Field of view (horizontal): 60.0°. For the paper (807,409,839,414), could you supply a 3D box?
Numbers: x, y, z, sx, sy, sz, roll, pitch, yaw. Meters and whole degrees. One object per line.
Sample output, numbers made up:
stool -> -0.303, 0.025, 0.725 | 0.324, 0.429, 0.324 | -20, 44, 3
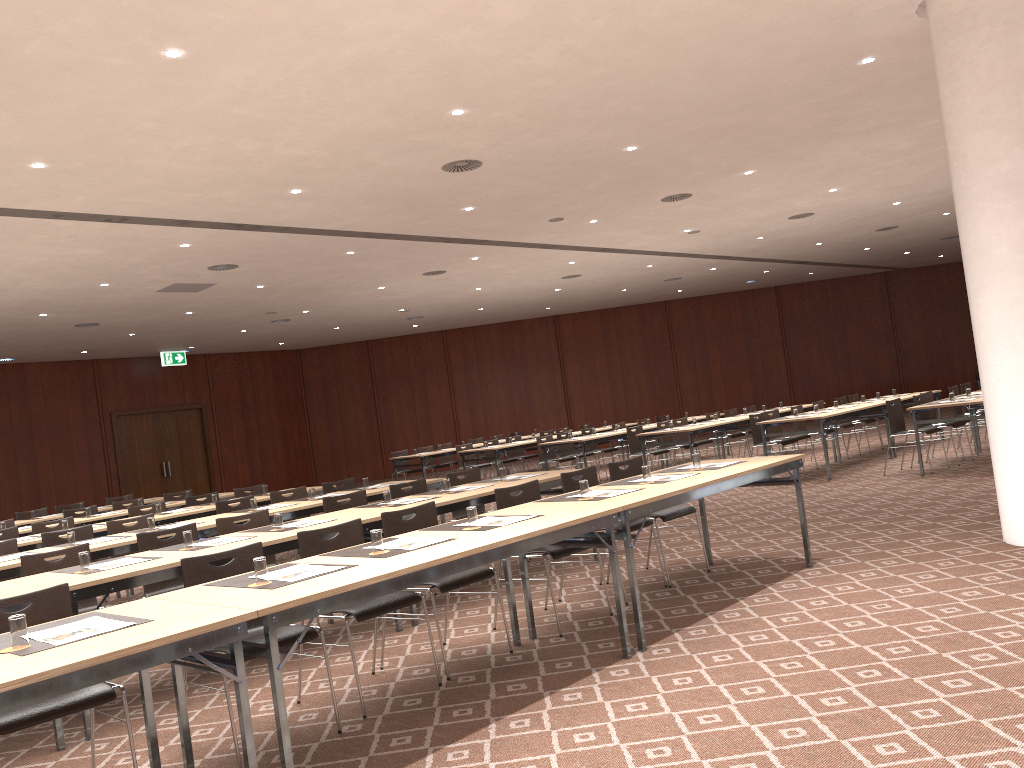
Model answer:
paper -> 4.398, 0.393, 12.600 | 0.398, 0.006, 0.283 | -9, -2, 43

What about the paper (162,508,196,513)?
paper -> -3.700, 1.403, 9.832 | 0.398, 0.006, 0.283 | -9, -2, 40

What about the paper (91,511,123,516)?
paper -> -5.114, 1.636, 11.205 | 0.398, 0.006, 0.283 | -9, -2, 42

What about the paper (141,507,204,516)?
paper -> -3.781, 1.419, 9.860 | 0.566, 0.003, 0.460 | -9, -2, 43

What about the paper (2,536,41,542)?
paper -> -4.894, 1.534, 8.684 | 0.566, 0.003, 0.460 | -9, -2, 42

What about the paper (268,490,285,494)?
paper -> -2.808, 1.312, 10.790 | 0.283, 0.006, 0.398 | -6, -2, -45

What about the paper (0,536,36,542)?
paper -> -4.832, 1.521, 8.667 | 0.283, 0.006, 0.398 | -6, -2, -45

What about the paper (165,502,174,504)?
paper -> -4.699, 1.596, 11.717 | 0.398, 0.006, 0.283 | -9, -2, 41

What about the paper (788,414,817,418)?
paper -> 3.953, 0.439, 12.122 | 0.398, 0.006, 0.283 | -9, -2, 43

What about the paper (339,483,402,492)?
paper -> -1.479, 1.095, 9.422 | 0.566, 0.003, 0.460 | -9, -2, 43

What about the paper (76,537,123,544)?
paper -> -3.399, 1.285, 7.286 | 0.398, 0.006, 0.283 | -9, -2, 41

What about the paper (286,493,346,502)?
paper -> -1.922, 1.139, 8.921 | 0.460, 0.003, 0.566 | -6, -2, -44

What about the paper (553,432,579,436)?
paper -> 1.138, 1.000, 17.926 | 0.566, 0.003, 0.460 | -9, -2, 44

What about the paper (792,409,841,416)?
paper -> 4.311, 0.409, 12.601 | 0.566, 0.003, 0.460 | -9, -2, 43

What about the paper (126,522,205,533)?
paper -> -3.025, 1.252, 7.737 | 0.566, 0.003, 0.460 | -9, -2, 42

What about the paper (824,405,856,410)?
paper -> 4.839, 0.349, 13.099 | 0.398, 0.006, 0.283 | -9, -2, 42

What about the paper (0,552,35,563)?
paper -> -3.914, 1.344, 6.816 | 0.460, 0.003, 0.566 | -6, -2, -45

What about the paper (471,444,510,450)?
paper -> -0.401, 1.158, 16.286 | 0.566, 0.003, 0.460 | -9, -2, 42

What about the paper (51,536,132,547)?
paper -> -3.468, 1.299, 7.316 | 0.566, 0.003, 0.460 | -9, -2, 42

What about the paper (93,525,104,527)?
paper -> -4.374, 1.472, 9.102 | 0.398, 0.006, 0.283 | -9, -2, 44

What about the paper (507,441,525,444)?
paper -> 0.101, 1.100, 16.748 | 0.398, 0.006, 0.283 | -9, -2, 42

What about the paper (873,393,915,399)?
paper -> 6.318, 0.202, 14.697 | 0.566, 0.003, 0.460 | -9, -2, 44

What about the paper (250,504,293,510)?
paper -> -2.277, 1.169, 8.445 | 0.398, 0.006, 0.283 | -9, -2, 43

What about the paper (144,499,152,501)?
paper -> -5.679, 1.784, 13.557 | 0.398, 0.006, 0.283 | -9, -2, 45

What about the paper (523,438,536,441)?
paper -> 0.470, 1.068, 17.204 | 0.460, 0.003, 0.566 | -6, -2, -44

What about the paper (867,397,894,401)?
paper -> 5.938, 0.235, 14.233 | 0.283, 0.006, 0.398 | -6, -2, -43

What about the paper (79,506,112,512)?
paper -> -6.183, 1.841, 13.065 | 0.566, 0.003, 0.460 | -9, -2, 44

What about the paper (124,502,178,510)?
paper -> -4.756, 1.606, 11.684 | 0.566, 0.003, 0.460 | -9, -2, 42

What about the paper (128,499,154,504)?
paper -> -5.768, 1.799, 13.524 | 0.460, 0.003, 0.566 | -6, -2, -45

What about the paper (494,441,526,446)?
paper -> -0.007, 1.119, 16.757 | 0.566, 0.003, 0.460 | -9, -2, 43

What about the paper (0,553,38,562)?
paper -> -3.845, 1.331, 6.828 | 0.398, 0.006, 0.283 | -9, -2, 43

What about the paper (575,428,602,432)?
paper -> 1.595, 0.953, 18.403 | 0.566, 0.003, 0.460 | -9, -2, 43

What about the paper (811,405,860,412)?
paper -> 4.781, 0.360, 13.090 | 0.566, 0.003, 0.460 | -9, -2, 45

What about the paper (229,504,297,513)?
paper -> -2.376, 1.186, 8.447 | 0.566, 0.003, 0.460 | -9, -2, 44

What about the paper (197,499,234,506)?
paper -> -3.345, 1.373, 10.298 | 0.566, 0.003, 0.460 | -9, -2, 42

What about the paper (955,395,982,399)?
paper -> 5.830, 0.158, 11.216 | 0.283, 0.006, 0.398 | -6, -2, -44

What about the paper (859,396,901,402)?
paper -> 5.886, 0.247, 14.257 | 0.566, 0.003, 0.460 | -9, -2, 44

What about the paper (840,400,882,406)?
paper -> 5.430, 0.294, 13.787 | 0.566, 0.003, 0.460 | -9, -2, 44

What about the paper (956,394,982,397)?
paper -> 6.188, 0.128, 11.697 | 0.566, 0.003, 0.460 | -9, -2, 41

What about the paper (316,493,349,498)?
paper -> -1.836, 1.123, 8.914 | 0.283, 0.006, 0.398 | -6, -2, -44

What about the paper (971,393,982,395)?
paper -> 6.269, 0.114, 11.715 | 0.398, 0.006, 0.283 | -9, -2, 42

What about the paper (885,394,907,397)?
paper -> 6.372, 0.191, 14.726 | 0.398, 0.006, 0.283 | -9, -2, 43

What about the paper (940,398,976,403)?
paper -> 5.394, 0.203, 10.755 | 0.398, 0.006, 0.283 | -9, -2, 43

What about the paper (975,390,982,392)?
paper -> 6.835, 0.062, 12.404 | 0.566, 0.003, 0.460 | -9, -2, 44

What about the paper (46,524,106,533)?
paper -> -4.462, 1.489, 9.150 | 0.566, 0.003, 0.460 | -9, -2, 44

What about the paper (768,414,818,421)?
paper -> 3.857, 0.456, 12.135 | 0.566, 0.003, 0.460 | -9, -2, 43

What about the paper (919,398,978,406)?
paper -> 5.308, 0.219, 10.787 | 0.566, 0.003, 0.460 | -9, -2, 43

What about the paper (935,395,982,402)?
paper -> 5.749, 0.174, 11.258 | 0.460, 0.003, 0.566 | -6, -2, -44

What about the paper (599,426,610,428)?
paper -> 2.090, 0.896, 18.862 | 0.398, 0.006, 0.283 | -9, -2, 43

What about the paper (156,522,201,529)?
paper -> -2.928, 1.236, 7.761 | 0.283, 0.006, 0.398 | -6, -2, -44

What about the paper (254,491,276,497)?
paper -> -2.898, 1.328, 10.782 | 0.566, 0.003, 0.460 | -9, -2, 44

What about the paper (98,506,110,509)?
paper -> -6.118, 1.828, 13.045 | 0.398, 0.006, 0.283 | -9, -2, 42

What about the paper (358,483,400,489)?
paper -> -1.405, 1.080, 9.390 | 0.398, 0.006, 0.283 | -9, -2, 43

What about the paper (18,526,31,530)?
paper -> -5.822, 1.710, 10.508 | 0.283, 0.006, 0.398 | -6, -2, -44

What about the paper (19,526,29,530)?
paper -> -5.872, 1.721, 10.515 | 0.566, 0.003, 0.460 | -9, -2, 43

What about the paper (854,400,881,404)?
paper -> 5.516, 0.278, 13.771 | 0.398, 0.006, 0.283 | -9, -2, 42

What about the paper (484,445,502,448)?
paper -> -0.370, 1.149, 16.262 | 0.283, 0.006, 0.398 | -6, -2, -44

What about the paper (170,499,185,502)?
paper -> -4.342, 1.564, 12.151 | 0.566, 0.003, 0.460 | -9, -2, 43

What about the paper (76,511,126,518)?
paper -> -5.223, 1.656, 11.229 | 0.460, 0.003, 0.566 | -6, -2, -44
